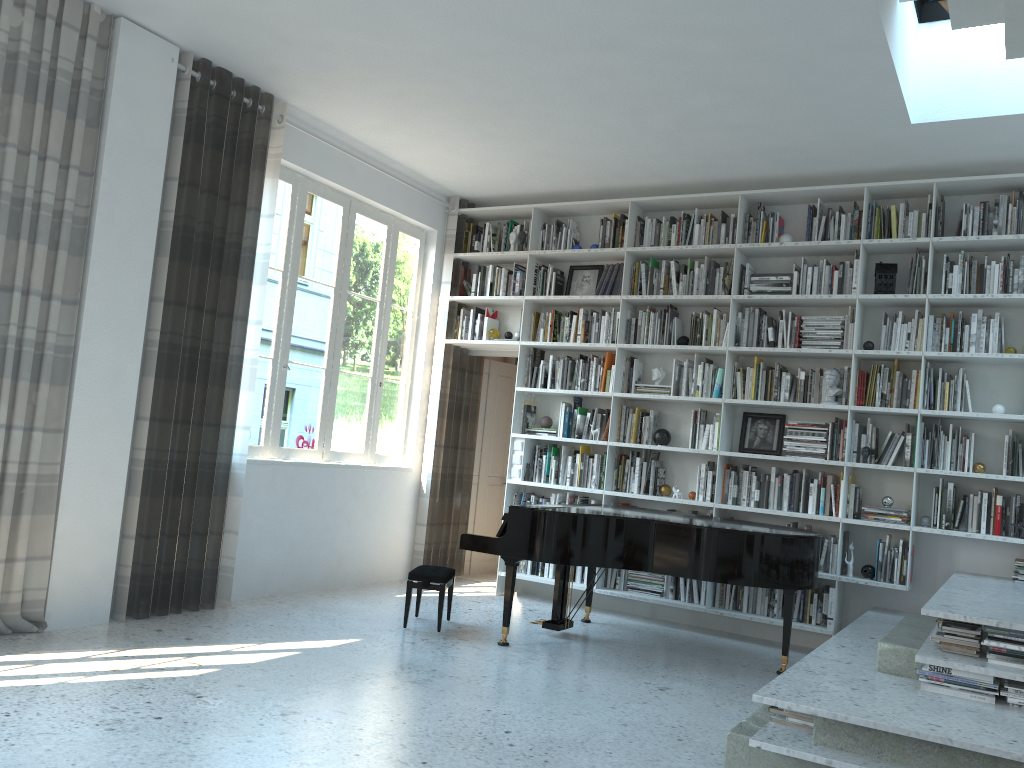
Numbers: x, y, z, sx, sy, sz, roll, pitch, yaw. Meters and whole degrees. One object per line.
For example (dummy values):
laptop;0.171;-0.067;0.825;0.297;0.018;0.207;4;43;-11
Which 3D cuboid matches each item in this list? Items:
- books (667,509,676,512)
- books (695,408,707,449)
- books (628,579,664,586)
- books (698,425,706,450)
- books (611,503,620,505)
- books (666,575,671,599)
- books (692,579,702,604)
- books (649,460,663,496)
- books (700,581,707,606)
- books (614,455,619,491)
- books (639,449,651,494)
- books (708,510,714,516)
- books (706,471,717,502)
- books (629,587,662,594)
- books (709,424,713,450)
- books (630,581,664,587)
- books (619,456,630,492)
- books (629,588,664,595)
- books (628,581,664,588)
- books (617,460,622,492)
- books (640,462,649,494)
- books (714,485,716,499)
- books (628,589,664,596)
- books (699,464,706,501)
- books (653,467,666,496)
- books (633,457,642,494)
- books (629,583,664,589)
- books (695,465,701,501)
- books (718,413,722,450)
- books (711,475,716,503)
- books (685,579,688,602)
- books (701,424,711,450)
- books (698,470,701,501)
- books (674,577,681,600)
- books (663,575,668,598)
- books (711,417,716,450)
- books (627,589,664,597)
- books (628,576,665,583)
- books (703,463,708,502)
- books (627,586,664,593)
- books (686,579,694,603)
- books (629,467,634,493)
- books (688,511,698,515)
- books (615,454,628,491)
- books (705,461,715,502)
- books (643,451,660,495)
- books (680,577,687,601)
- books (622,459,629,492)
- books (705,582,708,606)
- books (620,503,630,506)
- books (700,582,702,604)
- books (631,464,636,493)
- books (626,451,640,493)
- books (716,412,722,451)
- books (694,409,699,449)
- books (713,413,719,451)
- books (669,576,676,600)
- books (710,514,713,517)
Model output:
books;1.162;1.066;6.527;0.012;0.285;0.159;3;-4;30
books;1.385;0.334;6.483;0.012;0.298;0.166;3;-4;30
books;1.014;1.463;6.553;0.285;0.007;0.159;4;-5;25
books;1.401;0.393;6.474;0.030;0.182;0.154;3;-4;30
books;0.781;1.046;6.751;0.012;0.285;0.159;3;-4;30
books;1.176;1.426;6.476;0.031;0.265;0.144;3;-4;30
books;1.340;1.429;6.371;0.073;0.275;0.181;3;-4;30
books;1.072;0.700;6.603;0.027;0.261;0.163;3;-4;30
books;1.394;1.438;6.318;0.024;0.260;0.189;3;-4;30
books;0.826;0.681;6.766;0.013;0.275;0.147;3;-4;30
books;1.003;0.660;6.677;0.013;0.338;0.138;3;-4;30
books;1.426;1.062;6.361;0.013;0.320;0.174;3;-4;30
books;1.442;0.740;6.392;0.029;0.220;0.153;3;-4;30
books;1.012;1.519;6.559;0.254;0.007;0.161;3;-5;31
books;1.468;0.393;6.423;0.024;0.188;0.172;3;-4;30
books;1.018;1.471;6.561;0.254;0.007;0.161;3;-5;31
books;0.864;0.683;6.720;0.012;0.272;0.181;3;-4;30
books;1.013;1.526;6.560;0.254;0.007;0.161;3;-5;30
books;1.014;1.477;6.554;0.285;0.007;0.159;3;-5;26
books;0.848;0.699;6.736;0.030;0.239;0.157;3;-4;30
books;1.012;0.708;6.657;0.028;0.240;0.136;3;-4;30
books;1.494;0.754;6.368;0.024;0.201;0.158;3;-4;30
books;1.008;1.532;6.552;0.254;0.007;0.161;3;-5;34
books;1.400;0.714;6.418;0.027;0.269;0.159;3;-4;30
books;1.098;0.727;6.602;0.023;0.212;0.160;3;-4;30
books;0.970;0.691;6.663;0.027;0.269;0.185;3;-4;30
books;1.014;1.484;6.554;0.254;0.007;0.161;3;-5;26
books;1.374;0.721;6.444;0.012;0.254;0.161;3;-4;30
books;1.530;0.349;6.381;0.021;0.281;0.162;3;-4;30
books;1.477;0.757;6.393;0.031;0.194;0.142;3;-4;30
books;1.288;1.448;6.392;0.011;0.232;0.174;3;-4;30
books;1.431;0.391;6.440;0.057;0.188;0.156;3;-4;30
books;1.388;0.737;6.443;0.015;0.225;0.148;3;-4;30
books;1.225;1.443;6.445;0.028;0.237;0.136;3;-4;30
books;1.149;1.429;6.473;0.012;0.254;0.161;3;-4;30
books;1.481;0.365;6.407;0.012;0.244;0.171;3;-4;30
books;1.012;1.540;6.560;0.285;0.007;0.159;3;-5;30
books;1.022;1.444;6.565;0.285;0.007;0.159;3;-5;30
books;1.423;0.712;6.421;0.010;0.277;0.155;3;-4;30
books;1.010;1.511;6.553;0.285;0.007;0.159;3;-5;26
books;1.296;1.426;6.381;0.012;0.274;0.180;3;-4;30
books;0.930;0.726;6.691;0.024;0.196;0.157;3;-4;30
books;1.307;1.071;6.454;0.025;0.294;0.134;3;-4;30
books;0.833;0.677;6.751;0.013;0.283;0.146;3;-4;30
books;1.432;0.706;6.412;0.014;0.290;0.132;3;-4;30
books;1.043;0.665;6.626;0.050;0.328;0.166;3;-4;30
books;1.258;1.436;6.414;0.062;0.253;0.178;3;-4;30
books;0.890;0.697;6.713;0.042;0.248;0.163;3;-4;30
books;1.419;1.481;6.318;0.024;0.179;0.171;3;-4;30
books;0.840;1.048;6.713;0.013;0.287;0.161;3;-4;30
books;1.388;1.441;6.357;0.025;0.259;0.133;3;-4;30
books;0.949;0.717;6.676;0.021;0.215;0.172;3;-4;30
books;0.917;0.666;6.700;0.014;0.313;0.166;3;-4;30
books;1.515;0.349;6.386;0.011;0.279;0.187;3;-4;30
books;1.376;0.337;6.491;0.011;0.291;0.156;3;-4;30
books;1.502;0.354;6.403;0.027;0.269;0.178;3;-4;30
books;1.193;1.458;6.448;0.029;0.202;0.178;3;-4;30
books;1.445;1.079;6.360;0.021;0.289;0.160;3;-4;30
